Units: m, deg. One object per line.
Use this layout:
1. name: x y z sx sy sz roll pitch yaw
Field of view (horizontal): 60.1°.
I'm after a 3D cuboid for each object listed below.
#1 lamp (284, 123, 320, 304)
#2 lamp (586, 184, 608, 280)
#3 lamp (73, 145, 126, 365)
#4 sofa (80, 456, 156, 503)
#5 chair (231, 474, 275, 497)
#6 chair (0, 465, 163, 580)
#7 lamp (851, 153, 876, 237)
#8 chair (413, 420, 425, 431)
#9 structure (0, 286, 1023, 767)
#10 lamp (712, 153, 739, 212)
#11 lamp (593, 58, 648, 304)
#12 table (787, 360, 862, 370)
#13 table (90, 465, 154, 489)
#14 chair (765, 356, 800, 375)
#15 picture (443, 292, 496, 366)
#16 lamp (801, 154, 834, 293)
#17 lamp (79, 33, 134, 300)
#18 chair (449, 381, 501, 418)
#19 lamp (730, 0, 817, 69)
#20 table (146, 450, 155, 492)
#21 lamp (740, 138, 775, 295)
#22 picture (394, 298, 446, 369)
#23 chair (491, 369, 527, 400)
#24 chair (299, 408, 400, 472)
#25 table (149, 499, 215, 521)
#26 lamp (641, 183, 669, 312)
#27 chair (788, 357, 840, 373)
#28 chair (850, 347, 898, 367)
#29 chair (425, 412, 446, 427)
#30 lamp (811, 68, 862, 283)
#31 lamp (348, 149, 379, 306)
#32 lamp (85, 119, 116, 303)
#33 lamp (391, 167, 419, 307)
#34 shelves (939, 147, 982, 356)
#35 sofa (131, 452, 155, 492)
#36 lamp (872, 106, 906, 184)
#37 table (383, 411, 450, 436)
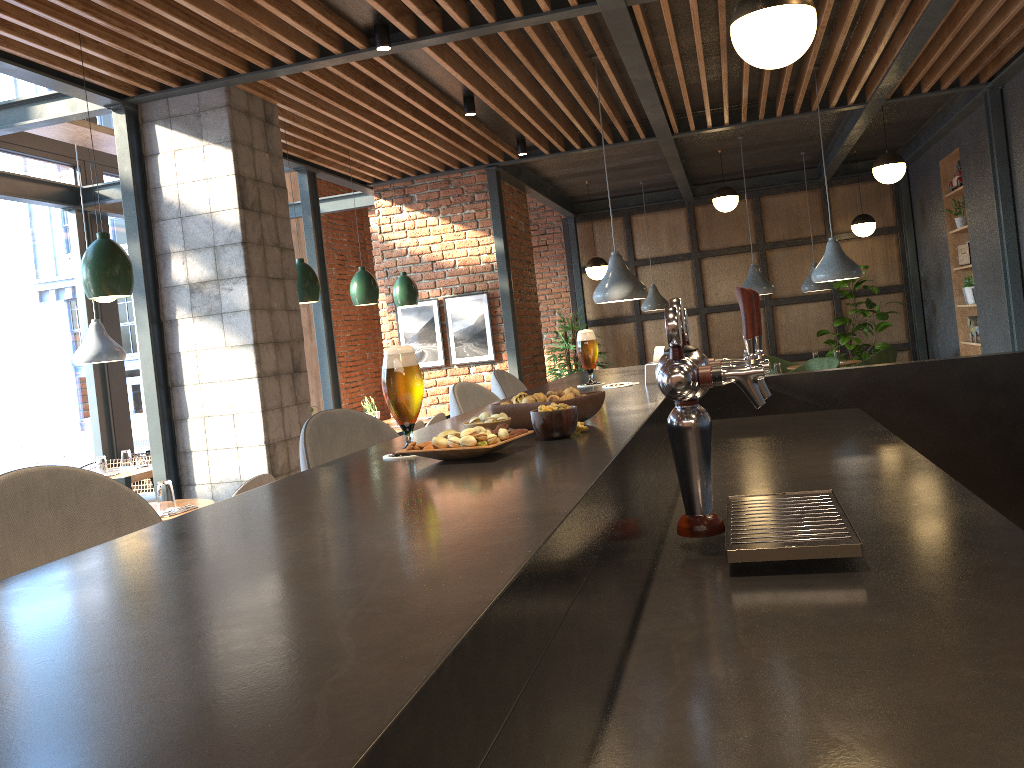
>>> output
1. lamp: -1.494 -1.544 5.908 0.223 2.021 0.224 -6 0 18
2. lamp: 0.802 -3.103 10.384 0.269 3.794 0.267 -6 0 -33
3. lamp: -3.237 -2.386 6.426 0.353 4.490 0.352 -6 0 -24
4. sofa: -3.032 0.978 7.136 1.090 0.733 0.471 -6 1 14
5. chair: -1.274 0.860 3.956 0.507 0.887 0.419 -6 1 20
6. chair: -0.352 0.706 1.137 0.507 1.243 0.419 -6 0 10
7. lamp: 3.907 -3.600 10.335 0.269 3.794 0.267 -6 0 -33
8. chair: -0.791 0.709 5.916 0.507 0.887 0.419 -6 1 10
9. structure: 1.152 0.468 1.195 2.913 1.396 4.931 -6 3 14
10. lamp: 2.063 -3.703 9.367 0.268 3.794 0.268 -6 0 -6
11. lamp: 0.446 -2.761 5.661 0.354 4.490 0.352 -6 0 -40
12. table: 3.577 0.116 10.049 0.806 0.687 0.809 -6 2 14
13. table: -3.168 1.033 6.591 1.270 0.706 0.659 -6 1 14
14. chair: 3.251 0.068 10.423 0.640 0.818 0.514 -7 1 -44
15. picture: -0.390 -0.503 8.087 0.429 0.631 0.015 -6 0 14
16. lamp: 3.216 -3.287 10.041 0.354 4.490 0.352 -6 0 -40
17. lamp: -1.957 -1.401 4.065 0.223 2.021 0.224 -6 0 18
18. chair: 0.133 0.589 2.608 0.507 1.243 0.419 -6 0 20
19. lamp: 0.644 -2.904 2.849 0.268 3.794 0.269 -6 0 16
20. table: -2.699 0.888 8.455 1.270 0.706 0.659 -6 1 14
21. lamp: 2.170 -3.106 8.746 0.354 4.490 0.352 -6 0 -40
22. picture: -0.853 -0.457 8.205 0.429 0.631 0.015 -6 0 14
23. chair: 0.235 0.537 3.436 0.507 1.243 0.419 -6 0 14
24. chair: -0.125 0.655 1.867 0.506 1.243 0.419 -6 0 25
25. table: -1.691 0.971 4.069 0.698 0.747 0.701 -6 1 25
26. lamp: 1.511 -3.136 10.845 0.354 4.490 0.352 -6 0 -40
27. chair: 3.033 0.163 8.995 0.516 0.818 0.637 -7 1 -26
28. chair: 3.913 0.033 9.636 0.640 0.818 0.514 -7 1 -39
29. chair: -0.691 0.670 6.482 0.507 0.887 0.419 -6 1 20
30. lamp: 2.135 -2.991 6.497 0.354 4.490 0.352 -6 0 -40
31. lamp: -1.247 -1.620 6.890 0.223 2.021 0.224 -6 0 18
32. lamp: -3.536 -2.549 7.256 0.269 3.794 0.268 -6 0 -18
33. lamp: -1.029 -1.687 7.754 0.223 2.021 0.224 -6 0 18
34. shelves: 4.634 -0.950 8.787 0.284 2.706 0.837 -6 0 14
35. sofa: -2.838 0.918 7.909 1.090 0.733 0.471 -6 1 14
36. lamp: 3.053 -3.610 7.631 0.268 3.794 0.268 -6 0 -14
37. table: -1.038 0.751 6.864 0.657 0.765 2.778 -6 3 14
